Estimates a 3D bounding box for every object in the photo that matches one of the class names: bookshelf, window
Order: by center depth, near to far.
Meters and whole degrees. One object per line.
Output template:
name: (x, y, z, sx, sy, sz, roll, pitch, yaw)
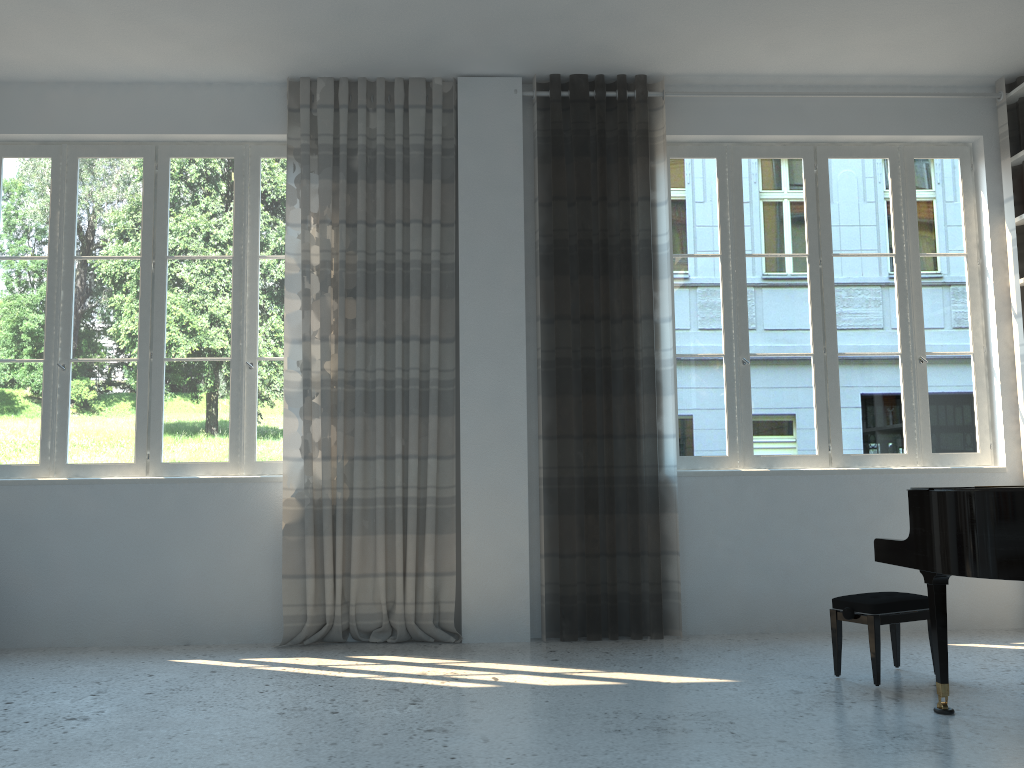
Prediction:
bookshelf: (3.241, -0.509, 2.105, 0.330, 3.138, 6.305, -1, -6, -2)
window: (1.866, -0.484, 5.313, 1.983, 2.006, 0.073, -1, -6, -2)
window: (6.583, -6.024, 21.902, 18.530, 18.515, 32.847, -1, -6, 2)

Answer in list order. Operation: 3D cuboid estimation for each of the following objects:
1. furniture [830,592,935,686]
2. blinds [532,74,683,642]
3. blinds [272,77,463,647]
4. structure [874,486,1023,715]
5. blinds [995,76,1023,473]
furniture: (1.624, 1.090, 3.857, 0.467, 0.353, 0.240, 2, -7, -27)
blinds: (0.527, -0.199, 5.064, 0.776, 3.227, 0.140, -1, -6, -2)
blinds: (-0.804, -0.207, 5.010, 1.026, 3.257, 0.183, 0, -6, -3)
structure: (2.174, 0.713, 2.671, 1.334, 0.832, 1.921, -1, -6, -2)
blinds: (3.318, -0.224, 5.170, 0.776, 3.227, 0.140, -1, -6, -2)
